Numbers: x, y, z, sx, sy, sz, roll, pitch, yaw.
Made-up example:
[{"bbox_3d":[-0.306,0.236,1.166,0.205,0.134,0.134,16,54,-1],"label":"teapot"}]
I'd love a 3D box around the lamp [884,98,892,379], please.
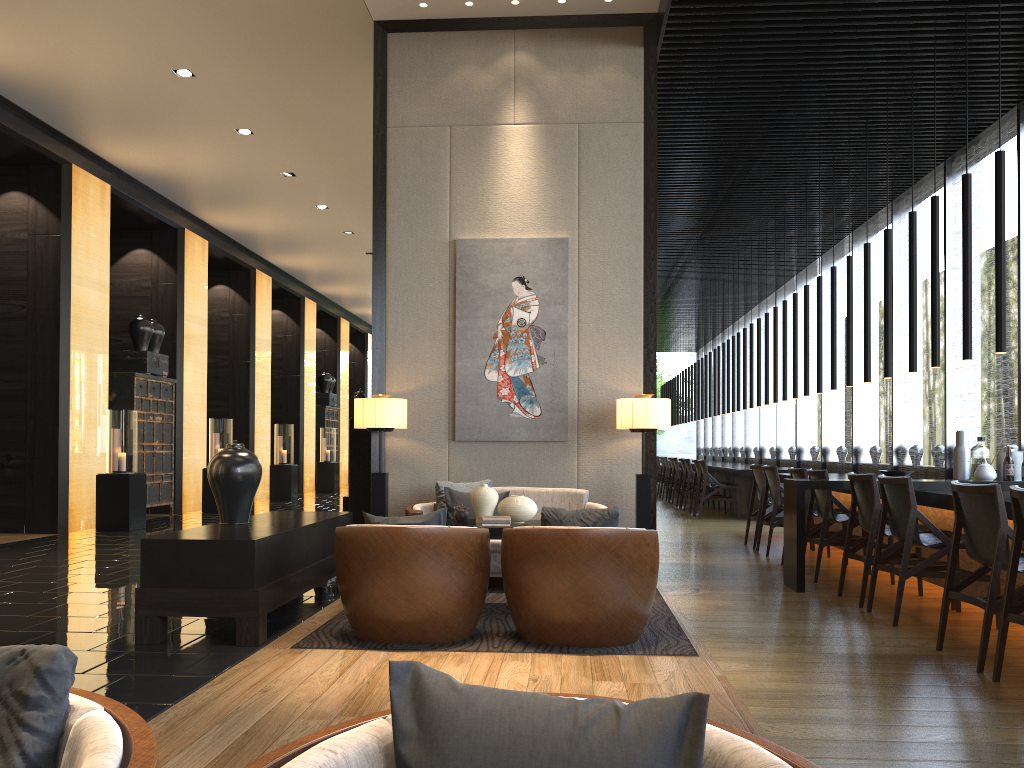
[{"bbox_3d":[3.184,-1.256,7.506,0.060,2.418,0.060,0,-1,-1],"label":"lamp"}]

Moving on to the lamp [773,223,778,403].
[{"bbox_3d":[3.455,-0.956,11.607,0.060,2.418,0.060,0,-1,-1],"label":"lamp"}]

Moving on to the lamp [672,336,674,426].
[{"bbox_3d":[4.219,-0.110,23.161,0.060,2.418,0.060,0,-1,9],"label":"lamp"}]

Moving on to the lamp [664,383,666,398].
[{"bbox_3d":[4.351,0.036,25.166,0.060,2.418,0.060,0,-1,9],"label":"lamp"}]

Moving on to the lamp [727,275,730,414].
[{"bbox_3d":[3.683,-0.704,15.054,0.060,2.418,0.060,1,-1,-31],"label":"lamp"}]

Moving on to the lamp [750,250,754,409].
[{"bbox_3d":[3.557,-0.844,13.140,0.060,2.418,0.060,1,-1,-31],"label":"lamp"}]

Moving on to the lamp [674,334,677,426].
[{"bbox_3d":[4.185,-0.148,22.654,0.060,2.418,0.060,1,-1,-31],"label":"lamp"}]

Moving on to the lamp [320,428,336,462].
[{"bbox_3d":[-3.978,1.314,19.142,0.337,0.728,0.337,0,-1,6],"label":"lamp"}]

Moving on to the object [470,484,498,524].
[{"bbox_3d":[-0.167,0.722,5.345,0.171,0.235,0.171,-1,-3,39],"label":"object"}]

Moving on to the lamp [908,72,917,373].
[{"bbox_3d":[3.148,-1.297,6.956,0.060,2.418,0.060,0,-1,-1],"label":"lamp"}]

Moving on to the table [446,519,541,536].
[{"bbox_3d":[-0.075,1.098,5.339,1.042,0.517,0.576,0,-3,4],"label":"table"}]

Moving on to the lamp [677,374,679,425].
[{"bbox_3d":[4.151,-0.185,22.143,0.060,2.418,0.060,1,-1,-31],"label":"lamp"}]

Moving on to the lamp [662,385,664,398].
[{"bbox_3d":[4.385,0.074,25.674,0.060,2.418,0.060,0,-1,9],"label":"lamp"}]

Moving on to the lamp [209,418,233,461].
[{"bbox_3d":[-4.365,0.885,13.282,0.337,0.728,0.337,0,-1,6],"label":"lamp"}]

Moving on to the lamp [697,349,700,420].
[{"bbox_3d":[3.915,-0.447,18.559,0.060,2.418,0.060,1,-1,-31],"label":"lamp"}]

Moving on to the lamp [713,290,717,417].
[{"bbox_3d":[3.775,-0.602,16.448,0.060,2.418,0.060,1,-1,-31],"label":"lamp"}]

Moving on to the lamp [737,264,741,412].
[{"bbox_3d":[3.624,-0.770,14.153,0.060,2.418,0.060,1,-1,-31],"label":"lamp"}]

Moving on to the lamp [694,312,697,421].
[{"bbox_3d":[3.948,-0.410,19.066,0.060,2.418,0.060,1,-1,-31],"label":"lamp"}]

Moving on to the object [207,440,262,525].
[{"bbox_3d":[-1.640,0.579,5.239,0.311,0.492,0.312,-1,-2,22],"label":"object"}]

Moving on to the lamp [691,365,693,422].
[{"bbox_3d":[3.983,-0.372,19.590,0.060,2.418,0.060,1,-1,-31],"label":"lamp"}]

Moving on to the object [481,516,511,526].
[{"bbox_3d":[-0.093,0.804,5.199,0.174,0.051,0.138,0,-4,0],"label":"object"}]

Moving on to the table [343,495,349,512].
[{"bbox_3d":[-1.215,1.369,9.147,0.620,0.512,1.964,0,-4,4],"label":"table"}]

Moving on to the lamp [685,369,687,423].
[{"bbox_3d":[4.051,-0.297,20.615,0.060,2.418,0.060,1,-1,-31],"label":"lamp"}]

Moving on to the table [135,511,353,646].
[{"bbox_3d":[-1.470,1.086,5.289,0.620,0.512,1.964,0,-4,4],"label":"table"}]

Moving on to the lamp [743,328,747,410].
[{"bbox_3d":[3.590,-0.807,13.647,0.060,2.418,0.060,1,-1,-31],"label":"lamp"}]

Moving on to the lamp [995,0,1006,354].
[{"bbox_3d":[3.054,-1.400,5.540,0.060,2.418,0.060,0,-1,-1],"label":"lamp"}]

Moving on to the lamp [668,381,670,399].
[{"bbox_3d":[4.284,-0.038,24.147,0.060,2.418,0.060,0,-1,9],"label":"lamp"}]

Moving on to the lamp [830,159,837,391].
[{"bbox_3d":[3.286,-1.144,9.045,0.060,2.418,0.060,0,-1,-1],"label":"lamp"}]

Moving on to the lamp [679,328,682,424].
[{"bbox_3d":[4.118,-0.222,21.630,0.060,2.418,0.060,1,-1,-31],"label":"lamp"}]

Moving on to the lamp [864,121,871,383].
[{"bbox_3d":[3.218,-1.219,8.020,0.060,2.418,0.060,0,-1,-1],"label":"lamp"}]

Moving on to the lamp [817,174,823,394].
[{"bbox_3d":[3.320,-1.107,9.552,0.060,2.418,0.060,0,-1,-1],"label":"lamp"}]

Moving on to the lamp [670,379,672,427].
[{"bbox_3d":[4.252,-0.073,23.667,0.060,2.418,0.060,0,-1,9],"label":"lamp"}]

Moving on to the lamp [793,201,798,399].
[{"bbox_3d":[3.388,-1.031,10.589,0.060,2.418,0.060,0,-1,-1],"label":"lamp"}]

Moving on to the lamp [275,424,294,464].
[{"bbox_3d":[-4.171,1.100,16.212,0.337,0.728,0.337,0,-1,6],"label":"lamp"}]

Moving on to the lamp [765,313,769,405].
[{"bbox_3d":[3.489,-0.919,12.116,0.060,2.418,0.060,0,-1,-1],"label":"lamp"}]

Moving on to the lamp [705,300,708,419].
[{"bbox_3d":[3.847,-0.522,17.535,0.060,2.418,0.060,1,-1,-31],"label":"lamp"}]

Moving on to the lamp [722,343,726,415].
[{"bbox_3d":[3.714,-0.670,15.518,0.060,2.418,0.060,1,-1,-31],"label":"lamp"}]

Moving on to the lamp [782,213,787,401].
[{"bbox_3d":[3.422,-0.993,11.100,0.060,2.418,0.060,0,-1,-1],"label":"lamp"}]

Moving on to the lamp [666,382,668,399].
[{"bbox_3d":[4.318,-0.001,24.659,0.060,2.418,0.060,0,-1,9],"label":"lamp"}]

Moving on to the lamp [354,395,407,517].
[{"bbox_3d":[-0.940,0.754,6.316,0.375,1.346,0.375,1,-1,-35],"label":"lamp"}]

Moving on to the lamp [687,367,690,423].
[{"bbox_3d":[4.017,-0.334,20.103,0.060,2.418,0.060,1,-1,-31],"label":"lamp"}]

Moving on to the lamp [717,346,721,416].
[{"bbox_3d":[3.748,-0.632,16.040,0.060,2.418,0.060,1,-1,-31],"label":"lamp"}]

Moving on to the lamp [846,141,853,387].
[{"bbox_3d":[3.252,-1.181,8.533,0.060,2.418,0.060,0,-1,-1],"label":"lamp"}]

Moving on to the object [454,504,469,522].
[{"bbox_3d":[-0.312,0.790,5.443,0.091,0.112,0.091,2,-3,-34],"label":"object"}]

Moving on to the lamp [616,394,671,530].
[{"bbox_3d":[0.919,0.751,6.193,0.375,1.349,0.375,0,-1,33],"label":"lamp"}]

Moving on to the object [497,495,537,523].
[{"bbox_3d":[0.032,0.763,5.387,0.245,0.168,0.246,0,-3,7],"label":"object"}]

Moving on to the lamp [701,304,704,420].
[{"bbox_3d":[3.881,-0.485,18.048,0.060,2.418,0.060,1,-1,-31],"label":"lamp"}]

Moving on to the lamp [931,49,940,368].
[{"bbox_3d":[3.120,-1.328,6.525,0.060,2.418,0.060,0,-1,-1],"label":"lamp"}]

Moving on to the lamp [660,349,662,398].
[{"bbox_3d":[4.419,0.111,26.187,0.060,2.418,0.060,0,-1,9],"label":"lamp"}]

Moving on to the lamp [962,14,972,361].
[{"bbox_3d":[3.085,-1.366,6.004,0.060,2.418,0.060,0,-1,-1],"label":"lamp"}]

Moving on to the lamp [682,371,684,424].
[{"bbox_3d":[4.084,-0.260,21.121,0.060,2.418,0.060,1,-1,-31],"label":"lamp"}]

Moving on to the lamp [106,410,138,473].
[{"bbox_3d":[-4.558,0.671,10.352,0.337,0.728,0.337,0,-1,9],"label":"lamp"}]

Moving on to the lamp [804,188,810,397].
[{"bbox_3d":[3.354,-1.068,10.076,0.060,2.418,0.060,0,-1,-1],"label":"lamp"}]

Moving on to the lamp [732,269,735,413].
[{"bbox_3d":[3.653,-0.737,14.599,0.060,2.418,0.060,1,-1,-31],"label":"lamp"}]

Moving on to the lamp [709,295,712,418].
[{"bbox_3d":[3.813,-0.560,17.020,0.060,2.418,0.060,1,-1,-31],"label":"lamp"}]

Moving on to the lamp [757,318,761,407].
[{"bbox_3d":[3.523,-0.881,12.629,0.060,2.418,0.060,0,-1,-1],"label":"lamp"}]
